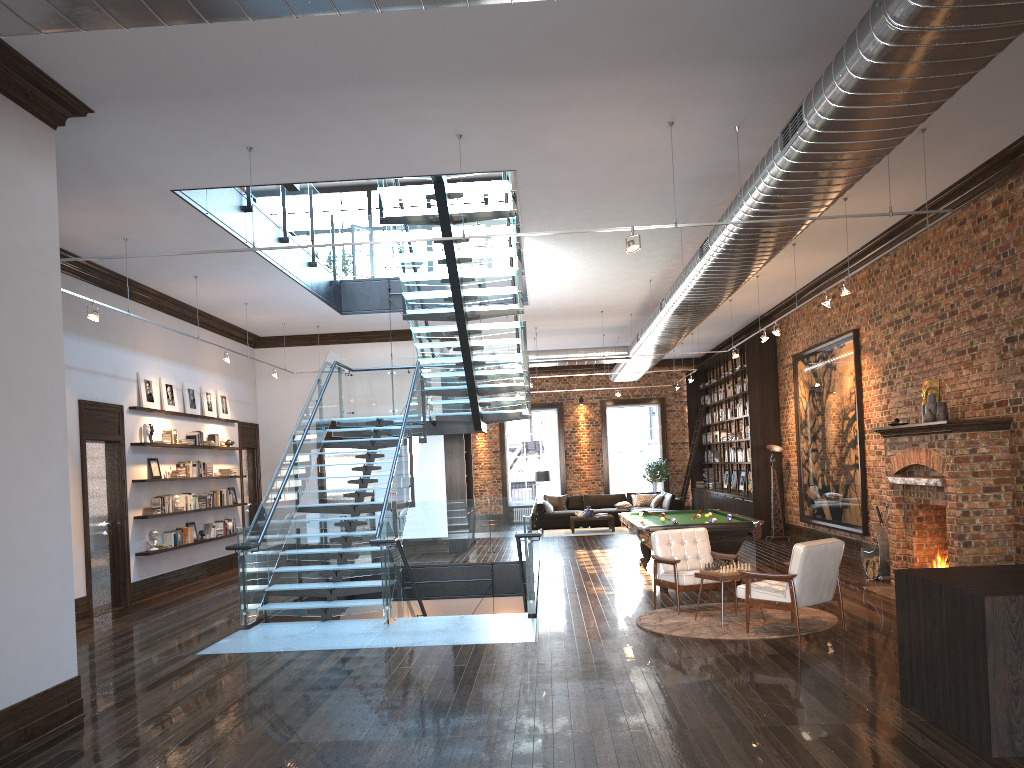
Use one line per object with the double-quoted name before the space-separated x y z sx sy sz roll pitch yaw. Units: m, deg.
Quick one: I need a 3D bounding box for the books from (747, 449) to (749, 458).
"books" 5.251 1.567 19.439 0.175 0.272 0.031 -3 0 2

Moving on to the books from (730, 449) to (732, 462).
"books" 5.325 1.711 21.307 0.170 0.311 0.039 -3 0 2

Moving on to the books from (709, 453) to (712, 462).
"books" 5.391 1.971 23.720 0.212 0.233 0.019 -3 0 2

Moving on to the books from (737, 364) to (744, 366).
"books" 5.168 -0.426 19.871 0.188 0.017 0.276 -3 -5 4

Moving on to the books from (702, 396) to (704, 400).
"books" 5.363 0.496 24.553 0.180 0.307 0.014 -3 0 2

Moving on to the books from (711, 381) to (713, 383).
"books" 5.284 -0.060 23.147 0.205 0.024 0.249 -3 -5 6

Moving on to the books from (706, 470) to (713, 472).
"books" 5.439 2.396 24.435 0.184 0.030 0.265 -3 -5 7

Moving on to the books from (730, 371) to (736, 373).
"books" 5.188 -0.278 20.587 0.193 0.030 0.314 -2 -5 -3

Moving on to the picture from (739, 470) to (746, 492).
"picture" 5.363 2.252 20.634 0.112 0.497 0.509 -3 -3 2

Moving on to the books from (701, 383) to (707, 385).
"books" 5.344 -0.001 24.485 0.190 0.017 0.301 -3 -5 0

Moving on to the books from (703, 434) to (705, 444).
"books" 5.398 1.521 24.537 0.188 0.272 0.013 -3 0 2

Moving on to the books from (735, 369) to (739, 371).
"books" 5.153 -0.320 19.871 0.227 0.015 0.276 -3 -5 0

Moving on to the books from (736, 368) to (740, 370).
"books" 5.159 -0.344 19.871 0.206 0.008 0.334 -3 -5 5

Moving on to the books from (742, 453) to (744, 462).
"books" 5.260 1.647 19.907 0.165 0.196 0.027 -3 0 2

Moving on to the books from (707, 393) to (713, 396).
"books" 5.329 0.412 23.777 0.168 0.337 0.016 -3 0 2

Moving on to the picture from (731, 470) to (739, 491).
"picture" 5.395 2.328 21.476 0.112 0.497 0.509 -3 -3 2

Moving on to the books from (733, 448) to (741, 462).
"books" 5.287 1.661 20.775 0.186 0.317 0.015 -3 0 2

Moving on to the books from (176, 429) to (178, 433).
"books" -5.119 0.802 13.420 0.119 0.232 0.014 -3 0 2

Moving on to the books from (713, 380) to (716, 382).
"books" 5.268 -0.082 22.604 0.210 0.014 0.292 -3 -5 1

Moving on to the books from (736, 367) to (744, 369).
"books" 5.156 -0.358 19.871 0.216 0.020 0.235 -3 -5 -1

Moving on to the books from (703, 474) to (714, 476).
"books" 5.417 2.501 24.435 0.260 0.028 0.317 -3 -5 2

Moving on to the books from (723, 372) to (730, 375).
"books" 5.212 -0.254 21.317 0.199 0.017 0.304 -2 -5 -3

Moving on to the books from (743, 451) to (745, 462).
"books" 5.256 1.609 19.754 0.191 0.245 0.031 -3 0 2

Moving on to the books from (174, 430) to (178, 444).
"books" -5.094 0.796 13.277 0.164 0.216 0.012 -3 0 2

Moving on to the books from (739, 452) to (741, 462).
"books" 5.272 1.655 20.207 0.167 0.234 0.032 -3 0 2

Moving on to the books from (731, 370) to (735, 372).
"books" 5.201 -0.304 20.587 0.171 0.021 0.308 -2 -5 -2

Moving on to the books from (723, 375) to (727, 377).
"books" 5.213 -0.201 21.317 0.219 0.016 0.368 -3 -5 3

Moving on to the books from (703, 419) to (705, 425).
"books" 5.382 1.006 24.528 0.176 0.295 0.041 -3 0 2

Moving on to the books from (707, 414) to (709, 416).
"books" 5.356 0.946 23.905 0.189 0.303 0.014 -3 0 2

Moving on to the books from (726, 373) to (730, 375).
"books" 5.228 -0.231 21.317 0.187 0.011 0.381 -3 -5 3

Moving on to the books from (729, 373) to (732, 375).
"books" 5.177 -0.233 20.587 0.228 0.011 0.373 -3 -5 5

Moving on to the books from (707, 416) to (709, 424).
"books" 5.349 0.978 23.844 0.191 0.229 0.034 -3 0 2

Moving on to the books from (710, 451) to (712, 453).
"books" 5.411 1.946 23.841 0.165 0.303 0.013 -3 0 2

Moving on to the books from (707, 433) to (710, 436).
"books" 5.399 1.476 24.187 0.179 0.298 0.015 -3 0 2

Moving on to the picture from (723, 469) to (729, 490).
"picture" 5.433 2.416 22.457 0.112 0.497 0.509 -3 -3 2

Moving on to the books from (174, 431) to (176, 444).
"books" -5.103 0.801 13.228 0.164 0.198 0.029 -3 0 2

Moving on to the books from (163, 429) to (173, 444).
"books" -5.118 0.784 13.197 0.142 0.228 0.014 -3 0 2

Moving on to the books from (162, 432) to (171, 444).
"books" -5.126 0.808 13.166 0.128 0.175 0.050 -3 -1 2

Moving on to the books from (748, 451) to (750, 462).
"books" 5.232 1.571 19.329 0.176 0.246 0.039 -3 0 2

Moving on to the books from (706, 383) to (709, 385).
"books" 5.289 -0.007 23.539 0.229 0.033 0.274 -3 -5 6

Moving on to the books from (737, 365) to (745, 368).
"books" 5.172 -0.385 19.871 0.169 0.034 0.287 -2 -5 -3

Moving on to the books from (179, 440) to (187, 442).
"books" -5.102 0.877 13.600 0.152 0.013 0.196 -3 -5 2

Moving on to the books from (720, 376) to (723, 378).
"books" 5.235 -0.177 21.712 0.191 0.013 0.316 -2 -5 -2

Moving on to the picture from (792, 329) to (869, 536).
"picture" 5.103 0.841 14.402 0.080 2.995 3.210 -3 -3 2

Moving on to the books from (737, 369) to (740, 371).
"books" 5.160 -0.308 19.871 0.217 0.010 0.343 -3 -5 1

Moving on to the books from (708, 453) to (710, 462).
"books" 5.415 1.993 24.027 0.188 0.244 0.026 -3 0 2

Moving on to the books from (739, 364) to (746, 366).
"books" 5.168 -0.410 19.871 0.168 0.015 0.370 -3 -5 7

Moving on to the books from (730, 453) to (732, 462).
"books" 5.311 1.755 21.206 0.175 0.206 0.031 -3 0 2

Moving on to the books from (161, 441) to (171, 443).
"books" -5.126 0.853 12.992 0.142 0.011 0.256 -3 -5 4

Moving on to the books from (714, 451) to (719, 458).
"books" 5.419 1.926 23.513 0.129 0.282 0.030 -3 0 2

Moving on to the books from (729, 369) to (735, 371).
"books" 5.184 -0.332 20.587 0.205 0.017 0.361 -3 -5 -1

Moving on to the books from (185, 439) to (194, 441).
"books" -5.089 0.879 13.878 0.142 0.011 0.258 -3 -5 6
